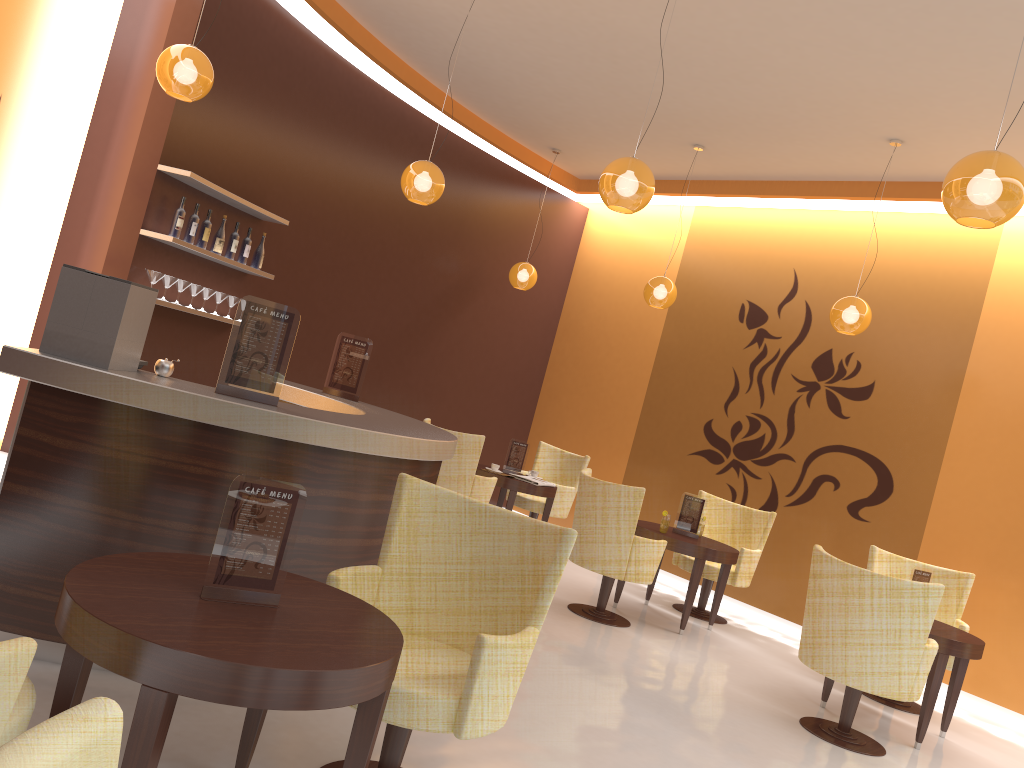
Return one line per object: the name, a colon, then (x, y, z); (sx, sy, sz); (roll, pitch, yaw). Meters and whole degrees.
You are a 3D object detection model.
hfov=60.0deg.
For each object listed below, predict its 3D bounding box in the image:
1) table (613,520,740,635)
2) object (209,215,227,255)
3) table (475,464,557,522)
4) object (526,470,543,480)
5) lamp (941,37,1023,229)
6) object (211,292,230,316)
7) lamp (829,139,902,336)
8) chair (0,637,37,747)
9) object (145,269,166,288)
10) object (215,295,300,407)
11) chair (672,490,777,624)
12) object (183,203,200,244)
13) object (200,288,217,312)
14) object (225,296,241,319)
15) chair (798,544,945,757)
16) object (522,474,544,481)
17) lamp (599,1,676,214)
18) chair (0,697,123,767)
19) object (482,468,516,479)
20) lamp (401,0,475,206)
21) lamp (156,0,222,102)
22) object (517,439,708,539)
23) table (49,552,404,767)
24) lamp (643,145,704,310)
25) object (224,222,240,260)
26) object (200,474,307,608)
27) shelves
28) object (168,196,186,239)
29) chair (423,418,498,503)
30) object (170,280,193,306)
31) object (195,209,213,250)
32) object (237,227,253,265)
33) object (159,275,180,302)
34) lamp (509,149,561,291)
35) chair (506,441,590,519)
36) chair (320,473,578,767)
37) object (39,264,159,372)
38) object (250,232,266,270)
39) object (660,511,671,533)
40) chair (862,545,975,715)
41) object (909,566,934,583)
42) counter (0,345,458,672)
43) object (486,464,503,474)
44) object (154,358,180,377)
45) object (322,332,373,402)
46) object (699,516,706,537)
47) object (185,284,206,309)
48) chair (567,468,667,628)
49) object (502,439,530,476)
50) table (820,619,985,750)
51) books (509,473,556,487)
table: (1.279, 1.531, 7.032); (0.872, 0.679, 0.874); (15, -1, -13)
object: (-2.145, -1.092, 6.513); (0.086, 0.303, 0.086); (15, -1, 30)
table: (-0.083, 1.186, 8.331); (0.872, 0.679, 0.874); (15, -1, -8)
object: (0.218, 0.877, 8.580); (0.153, 0.069, 0.153); (15, -1, 29)
lamp: (1.985, -1.345, 3.438); (0.299, 1.500, 0.299); (15, -1, -33)
object: (-2.217, -0.604, 6.681); (0.137, 0.174, 0.137); (15, -1, 21)
lamp: (2.705, -1.106, 6.679); (0.299, 1.500, 0.299); (15, -1, -19)
chair: (-1.345, 0.580, 1.836); (0.685, 1.017, 0.729); (16, -1, -37)
object: (-2.411, -0.668, 5.945); (0.137, 0.174, 0.137); (15, -1, 11)
object: (-1.030, -0.136, 3.620); (0.258, 0.414, 0.052); (15, -1, -30)
chair: (1.777, 1.498, 7.675); (0.729, 1.017, 0.685); (14, -1, 34)
object: (-2.225, -1.113, 6.180); (0.073, 0.297, 0.073); (15, -1, -6)
object: (-2.263, -0.618, 6.535); (0.137, 0.174, 0.137); (15, -1, 21)
object: (-2.167, -0.589, 6.829); (0.137, 0.174, 0.137); (15, -1, -19)
chair: (1.991, 1.517, 5.040); (0.729, 1.017, 0.685); (14, -1, 43)
object: (0.227, 0.910, 8.588); (0.464, 0.021, 0.239); (14, -1, 42)
lamp: (0.770, -1.651, 4.730); (0.299, 1.500, 0.299); (15, -1, 24)
chair: (-0.210, 0.867, 0.643); (0.685, 1.017, 0.729); (16, -1, -41)
object: (-0.175, 0.795, 8.086); (0.239, 0.021, 0.464); (15, -1, -30)
lamp: (-0.445, -1.957, 6.022); (0.299, 1.500, 0.299); (15, -1, -26)
lamp: (-1.620, -2.288, 4.839); (0.299, 1.500, 0.299); (15, -1, -26)
object: (0.759, 0.877, 7.718); (2.090, 0.335, 0.187); (14, -1, 42)
table: (-0.798, 0.909, 2.342); (0.872, 0.679, 0.874); (15, -1, 2)
lamp: (1.490, -1.412, 7.971); (0.299, 1.500, 0.299); (15, -1, -1)
object: (-2.093, -1.071, 6.663); (0.073, 0.297, 0.073); (15, -1, -6)
object: (-0.680, 0.416, 2.358); (0.209, 0.335, 0.042); (15, -1, -30)
shelves: (-2.269, -0.988, 4.736); (0.586, 0.902, 4.744); (15, -1, 3)
object: (-2.260, -1.125, 6.013); (0.073, 0.297, 0.073); (15, -1, -6)
chair: (-0.536, 0.881, 7.726); (0.729, 1.017, 0.685); (14, -1, 43)
object: (-2.342, -0.645, 6.246); (0.137, 0.174, 0.137); (15, -1, 21)
object: (-2.190, -1.101, 6.332); (0.073, 0.297, 0.073); (14, -1, 43)
object: (-2.045, -1.056, 6.813); (0.073, 0.297, 0.073); (15, -1, -6)
object: (-2.376, -0.656, 6.096); (0.137, 0.174, 0.137); (15, -1, 11)
lamp: (0.274, -1.718, 9.263); (0.299, 1.500, 0.299); (16, -1, -44)
chair: (0.318, 1.128, 9.053); (0.685, 1.017, 0.729); (16, -1, -45)
chair: (-0.278, 0.882, 2.988); (0.729, 1.017, 0.685); (15, -1, 24)
object: (-1.590, -0.249, 3.495); (0.270, 0.340, 0.373); (15, -1, 1)
object: (-1.985, -1.043, 6.978); (0.086, 0.303, 0.086); (15, -1, -30)
object: (1.182, 1.062, 6.823); (0.067, 0.171, 0.072); (15, -1, 28)
chair: (2.848, 1.765, 6.368); (0.729, 1.017, 0.685); (15, -1, 14)
object: (2.581, 1.334, 5.645); (0.209, 0.335, 0.042); (15, -1, -26)
counter: (-1.191, 0.619, 4.624); (1.586, 1.100, 2.917); (15, -1, 1)
object: (-0.157, 0.770, 8.102); (0.153, 0.069, 0.153); (15, -1, -18)
object: (-1.433, -0.069, 3.656); (0.075, 0.077, 0.075); (15, -1, 15)
object: (-1.060, -0.114, 5.744); (0.258, 0.414, 0.052); (15, -1, 15)
object: (1.550, 1.167, 7.285); (0.067, 0.171, 0.072); (15, -1, 3)
object: (-2.299, -0.630, 6.394); (0.137, 0.174, 0.137); (15, -1, 21)
chair: (0.730, 1.202, 6.503); (0.685, 1.017, 0.729); (15, -1, -27)
object: (0.043, 0.696, 8.388); (0.209, 0.335, 0.042); (15, -1, -21)
table: (2.444, 1.822, 5.645); (0.872, 0.679, 0.874); (15, -1, -8)
books: (0.193, 0.888, 8.156); (0.345, 0.035, 0.367); (14, -1, 36)
